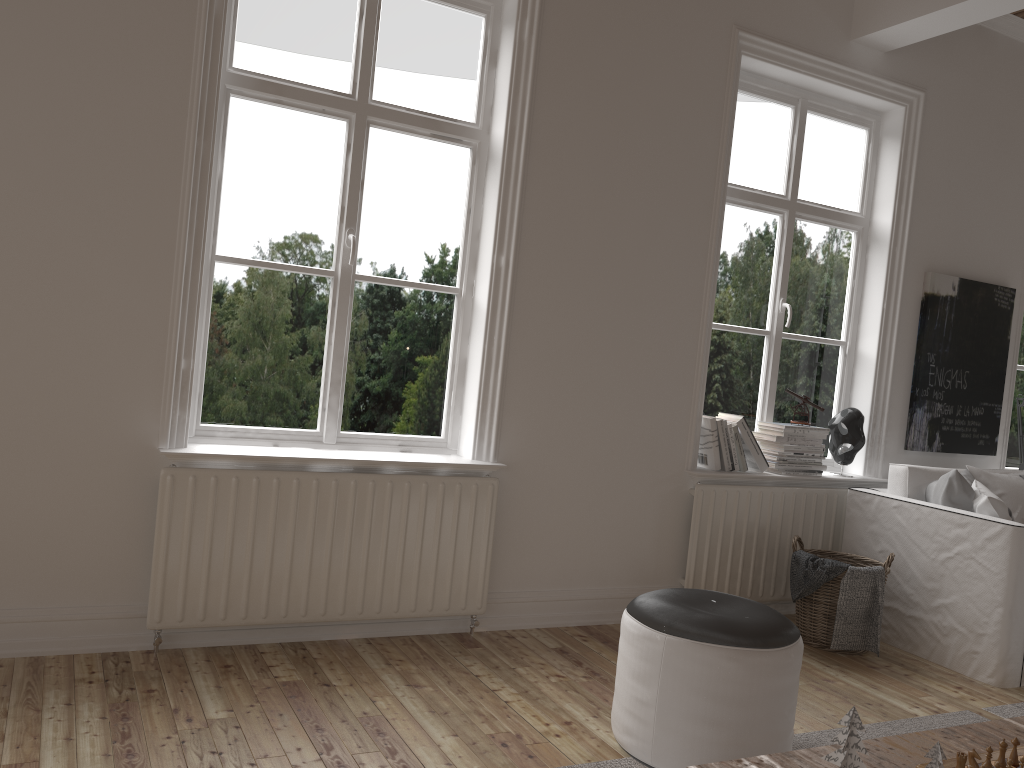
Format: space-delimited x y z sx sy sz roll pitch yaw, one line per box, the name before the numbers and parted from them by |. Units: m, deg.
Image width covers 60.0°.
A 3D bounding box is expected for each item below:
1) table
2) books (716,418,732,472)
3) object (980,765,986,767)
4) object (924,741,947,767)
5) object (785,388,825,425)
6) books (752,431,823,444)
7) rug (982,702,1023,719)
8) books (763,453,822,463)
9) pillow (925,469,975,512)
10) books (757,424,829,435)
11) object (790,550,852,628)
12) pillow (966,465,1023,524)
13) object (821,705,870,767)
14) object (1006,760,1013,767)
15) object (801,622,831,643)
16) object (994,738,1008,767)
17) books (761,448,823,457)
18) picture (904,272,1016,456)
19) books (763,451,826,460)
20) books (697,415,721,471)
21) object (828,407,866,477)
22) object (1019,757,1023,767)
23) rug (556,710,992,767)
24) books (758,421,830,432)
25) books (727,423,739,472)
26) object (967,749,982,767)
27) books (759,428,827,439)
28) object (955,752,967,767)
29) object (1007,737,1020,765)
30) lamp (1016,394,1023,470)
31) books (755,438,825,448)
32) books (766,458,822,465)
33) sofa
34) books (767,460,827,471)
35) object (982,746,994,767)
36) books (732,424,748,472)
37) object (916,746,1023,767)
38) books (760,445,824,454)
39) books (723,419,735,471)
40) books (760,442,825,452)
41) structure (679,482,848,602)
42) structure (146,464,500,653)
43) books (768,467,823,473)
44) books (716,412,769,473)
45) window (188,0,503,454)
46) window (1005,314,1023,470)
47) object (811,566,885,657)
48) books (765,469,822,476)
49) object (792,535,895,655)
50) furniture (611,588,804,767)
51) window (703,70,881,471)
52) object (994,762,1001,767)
table | 1.040 0.992 1.704 1.189 0.300 0.821 5 2 -27
books | 0.912 0.268 4.033 0.112 0.235 0.172 5 2 -27
object | 0.935 0.777 1.764 0.017 0.037 0.017 6 2 -8
object | 0.799 0.746 1.681 0.082 0.141 0.077 8 2 44
object | 1.395 0.110 4.234 0.177 0.161 0.092 7 2 31
books | 1.315 0.258 4.256 0.296 0.028 0.180 5 2 -27
rug | 3.289 1.340 2.741 2.474 0.003 2.254 5 2 -27
books | 1.317 0.352 4.265 0.288 0.016 0.182 5 2 -27
pillow | 2.011 0.585 3.992 0.282 0.431 0.541 7 2 37
books | 1.343 0.219 4.248 0.288 0.016 0.182 5 2 -27
object | 1.340 0.890 3.767 0.367 0.332 0.303 5 2 -36
pillow | 2.218 0.606 4.005 1.020 0.414 0.417 4 2 -45
object | 0.615 0.693 1.623 0.108 0.213 0.109 6 2 -3
object | 1.012 0.784 1.805 0.017 0.037 0.017 6 2 -8
object | 1.387 1.012 3.817 0.291 0.186 0.280 4 2 -42
object | 1.031 0.773 1.863 0.025 0.058 0.025 6 2 18
books | 1.328 0.326 4.251 0.285 0.012 0.159 5 2 -27
picture | 2.358 -0.089 4.651 0.680 0.908 0.041 5 2 -27
books | 1.350 0.340 4.253 0.256 0.013 0.161 5 2 -27
books | 0.869 0.261 4.022 0.093 0.239 0.172 5 2 -27
object | 1.640 0.282 4.372 0.171 0.340 0.177 6 2 9
object | 1.050 0.787 1.825 0.017 0.037 0.017 6 2 -8
rug | 1.029 1.145 1.578 2.474 0.003 2.254 5 2 -27
books | 1.345 0.203 4.236 0.288 0.016 0.182 5 2 -27
books | 0.963 0.281 4.067 0.101 0.218 0.161 5 2 -27
object | 0.952 0.774 1.825 0.026 0.044 0.026 6 2 18
books | 1.343 0.238 4.250 0.273 0.021 0.174 5 2 -27
object | 0.914 0.772 1.804 0.019 0.040 0.019 5 2 -31
object | 1.069 0.778 1.885 0.025 0.055 0.025 6 2 5
lamp | 2.985 0.220 4.946 0.196 0.703 0.439 5 2 -27
books | 1.333 0.282 4.268 0.288 0.016 0.182 5 2 -27
books | 1.337 0.368 4.260 0.254 0.013 0.161 5 2 -27
sofa | 2.594 0.835 4.230 1.960 0.776 0.866 5 2 -27
books | 1.324 0.385 4.254 0.331 0.025 0.176 5 2 -27
object | 0.992 0.775 1.844 0.022 0.047 0.022 6 2 5
books | 0.999 0.287 4.080 0.118 0.213 0.161 5 2 -27
object | 1.116 0.833 1.740 0.429 0.036 0.429 5 2 -27
books | 1.342 0.315 4.250 0.254 0.012 0.161 5 2 -27
books | 0.939 0.272 4.050 0.104 0.232 0.152 5 2 -27
books | 1.346 0.300 4.260 0.263 0.017 0.167 5 2 -27
structure | 1.284 0.885 4.158 1.223 0.829 0.095 5 2 -27
structure | -0.642 0.718 3.167 1.223 0.829 0.095 5 2 -27
books | 1.324 0.405 4.245 0.285 0.012 0.159 5 2 -27
books | 1.060 0.271 4.114 0.226 0.255 0.176 5 2 -27
window | -0.594 -0.659 3.317 1.055 1.872 0.120 5 2 -27
window | 3.250 -0.326 5.295 1.055 1.872 0.120 5 2 -27
object | 1.396 0.913 3.765 0.290 0.356 0.349 6 2 2
books | 1.335 0.419 4.256 0.254 0.012 0.161 5 2 -27
object | 1.397 0.900 3.809 0.393 0.432 0.393 6 2 -5
furniture | 0.562 0.851 2.579 0.518 0.430 0.518 6 2 -6
window | 1.329 -0.493 4.306 1.055 1.872 0.120 5 2 -27
object | 0.976 0.781 1.786 0.017 0.037 0.017 6 2 -8
